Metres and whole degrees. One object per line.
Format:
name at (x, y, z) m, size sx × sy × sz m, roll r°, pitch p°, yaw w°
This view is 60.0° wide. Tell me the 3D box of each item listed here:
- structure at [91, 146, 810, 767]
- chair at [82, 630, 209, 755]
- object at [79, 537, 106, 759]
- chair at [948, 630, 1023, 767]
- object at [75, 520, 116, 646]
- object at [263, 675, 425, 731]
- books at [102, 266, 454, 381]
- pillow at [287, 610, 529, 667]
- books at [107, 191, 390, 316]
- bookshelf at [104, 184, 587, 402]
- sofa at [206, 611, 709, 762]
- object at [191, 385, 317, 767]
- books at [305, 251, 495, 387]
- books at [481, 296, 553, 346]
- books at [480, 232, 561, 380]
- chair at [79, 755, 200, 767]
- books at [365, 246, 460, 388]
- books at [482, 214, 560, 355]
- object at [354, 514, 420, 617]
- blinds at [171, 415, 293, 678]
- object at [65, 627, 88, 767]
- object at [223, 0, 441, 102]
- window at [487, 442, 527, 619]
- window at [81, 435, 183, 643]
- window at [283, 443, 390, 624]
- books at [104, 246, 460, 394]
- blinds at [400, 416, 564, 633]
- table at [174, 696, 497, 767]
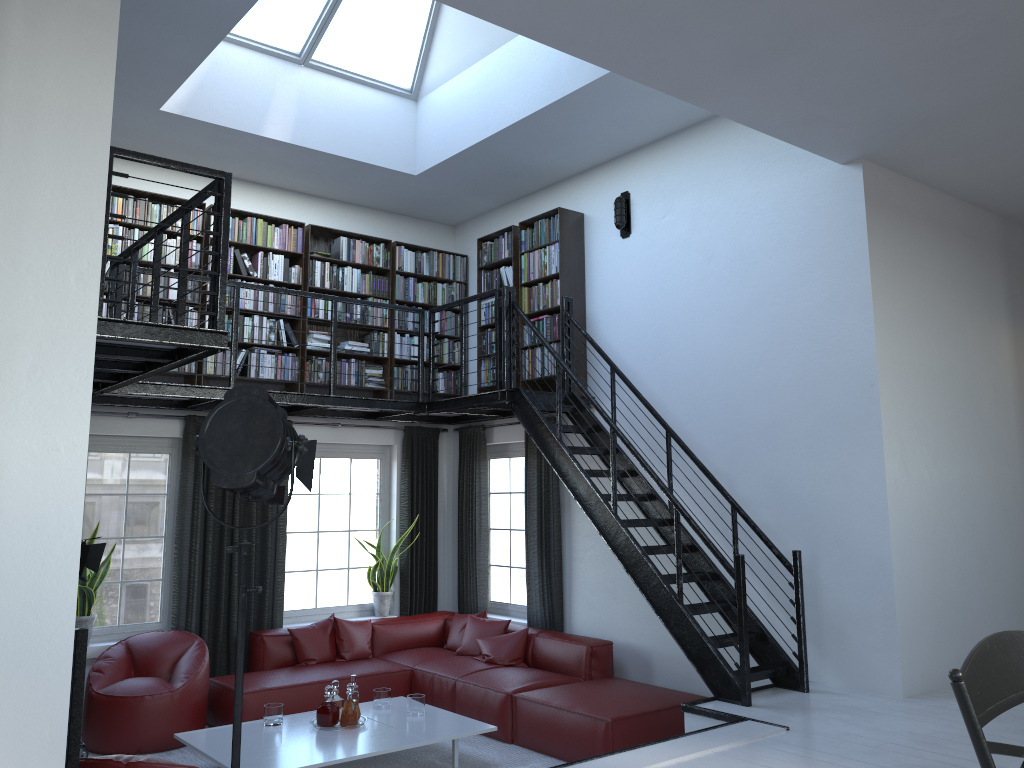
structure at (-0.926, 0.759, 5.757) m, size 4.479 × 3.374 × 4.598 m, roll 6°, pitch -10°, yaw -38°
chair at (-2.621, 2.196, 6.386) m, size 0.830 × 0.715 × 0.825 m, roll -2°, pitch -9°, yaw 13°
object at (-2.527, 1.811, 6.837) m, size 0.752 × 1.588 × 2.894 m, roll -7°, pitch -10°, yaw 35°
chair at (0.929, 0.838, 1.115) m, size 0.495 × 0.970 × 0.501 m, roll 7°, pitch -12°, yaw -38°
object at (-3.262, 1.485, 6.567) m, size 0.552 × 0.945 × 0.523 m, roll 4°, pitch -10°, yaw -27°
object at (-1.087, 2.086, 5.902) m, size 1.007 × 0.296 × 0.510 m, roll 5°, pitch -9°, yaw -35°
books at (-1.974, -0.565, 7.906) m, size 3.384 × 1.129 × 0.239 m, roll 6°, pitch -11°, yaw -38°
pillow at (-0.814, 2.137, 7.565) m, size 1.957 × 0.404 × 0.977 m, roll -1°, pitch -8°, yaw 4°
books at (-2.270, -1.027, 7.745) m, size 2.631 × 0.832 × 0.212 m, roll 6°, pitch -11°, yaw -38°
bookshelf at (-1.406, -0.812, 6.627) m, size 4.466 × 1.626 × 3.077 m, roll 6°, pitch -10°, yaw -38°
sofa at (-0.570, 2.244, 6.553) m, size 2.536 × 0.660 × 3.268 m, roll 6°, pitch -10°, yaw -38°
object at (-0.945, 0.801, 3.195) m, size 0.611 × 1.588 × 0.541 m, roll -1°, pitch -9°, yaw 6°
books at (-1.971, -0.800, 7.307) m, size 4.427 × 1.437 × 1.280 m, roll 5°, pitch -10°, yaw -36°
books at (-1.344, -0.761, 6.532) m, size 4.326 × 1.146 × 1.593 m, roll 6°, pitch -10°, yaw -39°
books at (-1.469, -0.866, 6.753) m, size 4.374 × 1.413 × 1.165 m, roll 6°, pitch -10°, yaw -38°
chair at (-1.411, 1.844, 3.716) m, size 0.829 × 0.715 × 0.826 m, roll -5°, pitch -10°, yaw 31°
books at (-2.260, -0.744, 7.693) m, size 4.426 × 1.420 × 0.226 m, roll 6°, pitch -11°, yaw -38°
books at (-1.149, -0.923, 6.326) m, size 4.367 × 1.417 × 2.197 m, roll 6°, pitch -10°, yaw -39°
object at (-1.154, 1.680, 8.181) m, size 0.524 × 0.945 × 0.551 m, roll -8°, pitch -12°, yaw 40°
blinds at (-2.919, 1.401, 6.909) m, size 2.503 × 2.400 × 0.125 m, roll 6°, pitch -12°, yaw -38°
object at (-1.641, 1.512, 3.170) m, size 0.157 × 1.228 × 0.157 m, roll -6°, pitch -11°, yaw 32°
object at (-1.386, -3.003, 6.944) m, size 2.217 × 0.637 × 1.181 m, roll 6°, pitch -10°, yaw -38°
window at (0.079, 1.347, 8.230) m, size 0.132 × 1.615 × 1.162 m, roll 7°, pitch -12°, yaw -38°
window at (-3.217, 1.207, 6.978) m, size 1.164 × 1.615 × 0.132 m, roll 6°, pitch -12°, yaw -38°
window at (-1.643, 1.355, 8.206) m, size 1.164 × 1.615 × 0.132 m, roll 6°, pitch -12°, yaw -38°
books at (-2.258, -0.733, 7.688) m, size 4.432 × 1.405 × 0.241 m, roll 5°, pitch -11°, yaw -37°
blinds at (-0.201, 1.540, 8.150) m, size 1.746 × 2.394 × 0.525 m, roll -6°, pitch -11°, yaw 33°
table at (-1.107, 2.317, 5.600) m, size 1.661 × 0.245 × 1.161 m, roll 5°, pitch -9°, yaw -38°
